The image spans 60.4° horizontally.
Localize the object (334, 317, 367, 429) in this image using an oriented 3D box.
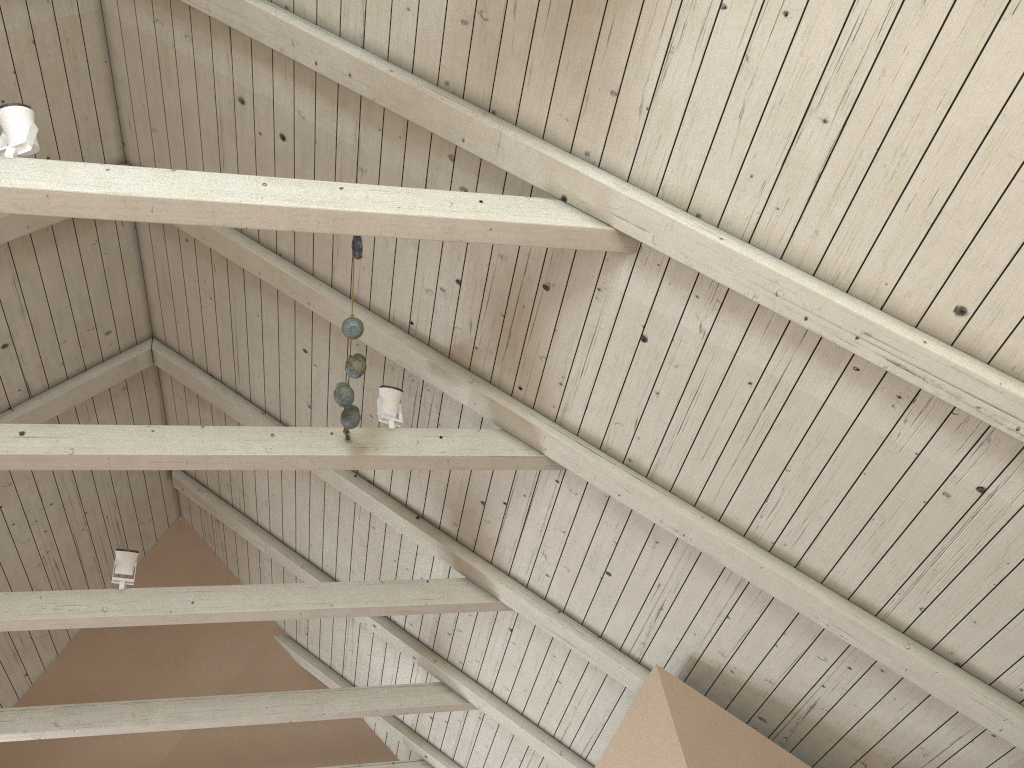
[{"bbox_3d":[-0.317,-0.017,1.722,0.059,0.063,0.301,1,-45,-14],"label":"object"}]
